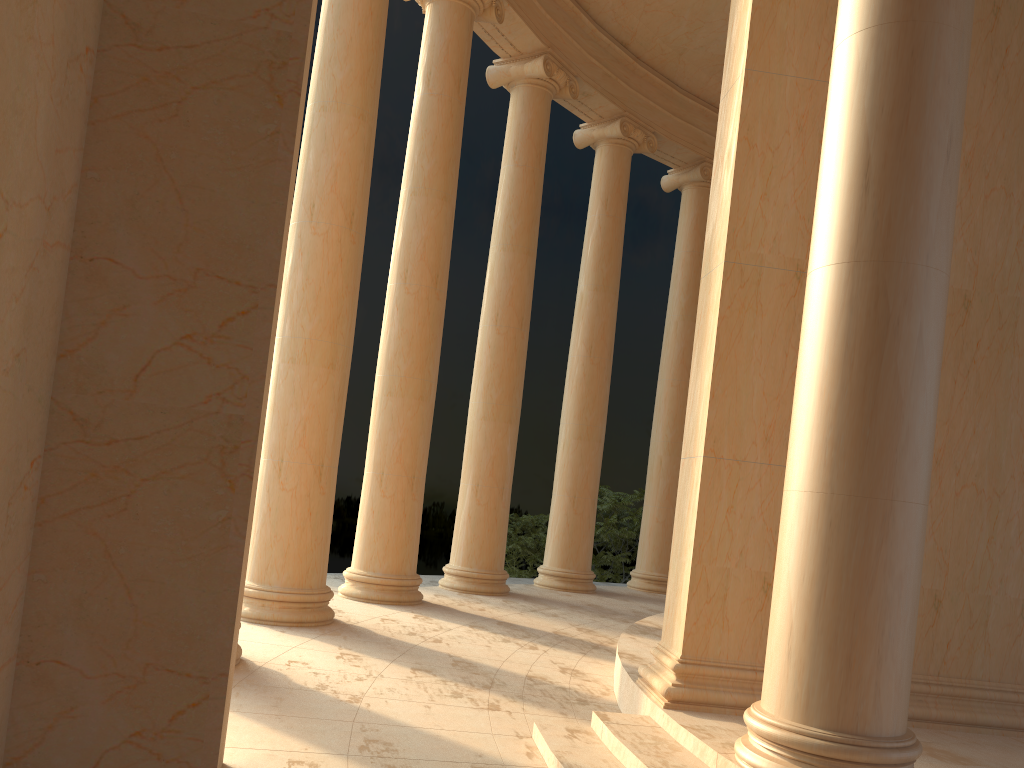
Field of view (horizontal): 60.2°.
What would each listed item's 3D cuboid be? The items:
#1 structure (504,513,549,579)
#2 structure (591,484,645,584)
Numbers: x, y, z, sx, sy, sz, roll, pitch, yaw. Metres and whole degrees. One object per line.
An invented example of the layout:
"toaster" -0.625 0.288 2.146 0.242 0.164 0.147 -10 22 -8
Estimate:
"structure" 5.443 312.374 1519.438 149.037 187.724 156.474 6 -4 7
"structure" 192.836 331.764 1608.451 247.261 298.533 238.471 7 -4 -2
